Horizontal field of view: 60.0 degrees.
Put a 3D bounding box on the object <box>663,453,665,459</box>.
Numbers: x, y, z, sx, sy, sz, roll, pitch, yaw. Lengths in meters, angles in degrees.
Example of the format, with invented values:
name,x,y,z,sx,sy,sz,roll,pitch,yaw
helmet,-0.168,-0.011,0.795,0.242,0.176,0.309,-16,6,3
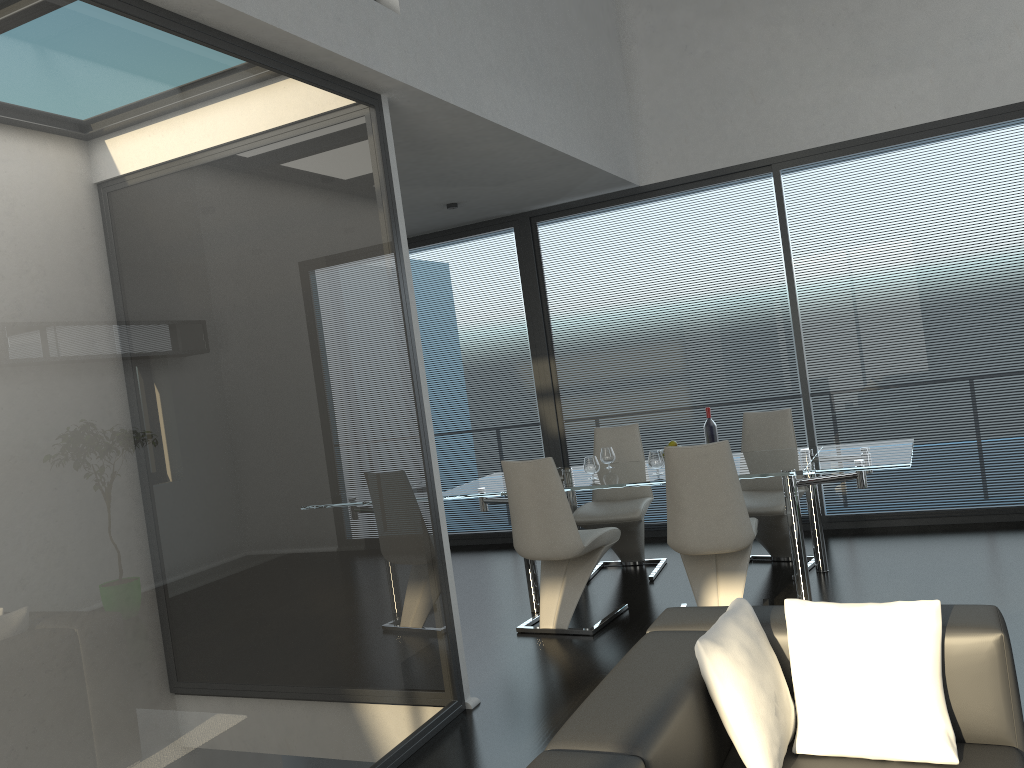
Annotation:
name,x,y,z,sx,sy,sz,roll,pitch,yaw
object,0.919,0.424,5.272,0.047,0.045,0.047,-7,1,30

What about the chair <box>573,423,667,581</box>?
name,x,y,z,sx,sy,sz,roll,pitch,yaw
chair,0.693,0.780,5.903,0.471,0.959,0.612,-7,1,21

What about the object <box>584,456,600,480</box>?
name,x,y,z,sx,sy,sz,roll,pitch,yaw
object,0.474,0.497,5.263,0.098,0.132,0.098,-9,1,-45

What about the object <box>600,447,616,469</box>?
name,x,y,z,sx,sy,sz,roll,pitch,yaw
object,0.613,0.472,5.667,0.098,0.132,0.098,-9,1,-45

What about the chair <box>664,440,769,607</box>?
name,x,y,z,sx,sy,sz,roll,pitch,yaw
chair,1.040,0.752,4.625,0.471,0.959,0.612,-8,1,16

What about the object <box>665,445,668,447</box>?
name,x,y,z,sx,sy,sz,roll,pitch,yaw
object,0.932,0.387,5.290,0.047,0.045,0.047,-7,1,26

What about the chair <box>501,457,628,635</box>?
name,x,y,z,sx,sy,sz,roll,pitch,yaw
chair,0.278,0.851,4.977,0.471,0.959,0.612,-7,1,31

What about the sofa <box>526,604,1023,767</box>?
name,x,y,z,sx,sy,sz,roll,pitch,yaw
sofa,0.345,1.037,1.317,0.943,0.652,2.781,-7,1,26

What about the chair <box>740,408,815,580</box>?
name,x,y,z,sx,sy,sz,roll,pitch,yaw
chair,1.548,0.669,5.489,0.471,0.959,0.612,-7,1,36

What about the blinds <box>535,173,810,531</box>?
name,x,y,z,sx,sy,sz,roll,pitch,yaw
blinds,1.192,-0.150,6.784,1.874,2.537,0.018,-7,1,26

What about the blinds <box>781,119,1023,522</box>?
name,x,y,z,sx,sy,sz,roll,pitch,yaw
blinds,2.934,-0.376,5.945,1.874,2.537,0.018,-7,1,26

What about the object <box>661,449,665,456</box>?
name,x,y,z,sx,sy,sz,roll,pitch,yaw
object,0.968,0.439,5.236,0.206,0.105,0.206,-8,1,-19

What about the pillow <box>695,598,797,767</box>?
name,x,y,z,sx,sy,sz,roll,pitch,yaw
pillow,0.598,0.763,2.230,0.169,0.361,0.376,-7,1,27

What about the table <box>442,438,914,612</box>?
name,x,y,z,sx,sy,sz,roll,pitch,yaw
table,0.951,0.867,5.284,2.720,0.731,0.940,-7,1,26

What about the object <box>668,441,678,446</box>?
name,x,y,z,sx,sy,sz,roll,pitch,yaw
object,0.949,0.362,5.231,0.055,0.056,0.055,-7,1,26

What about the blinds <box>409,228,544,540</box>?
name,x,y,z,sx,sy,sz,roll,pitch,yaw
blinds,-0.622,0.085,7.658,1.787,2.537,0.018,-7,1,26

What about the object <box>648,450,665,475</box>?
name,x,y,z,sx,sy,sz,roll,pitch,yaw
object,0.830,0.451,5.090,0.098,0.132,0.098,-9,1,-45

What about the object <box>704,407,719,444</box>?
name,x,y,z,sx,sy,sz,roll,pitch,yaw
object,1.185,0.301,5.275,0.082,0.326,0.082,-9,1,-44

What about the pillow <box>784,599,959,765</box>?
name,x,y,z,sx,sy,sz,roll,pitch,yaw
pillow,0.881,0.726,2.204,0.376,0.358,0.186,-7,1,27
